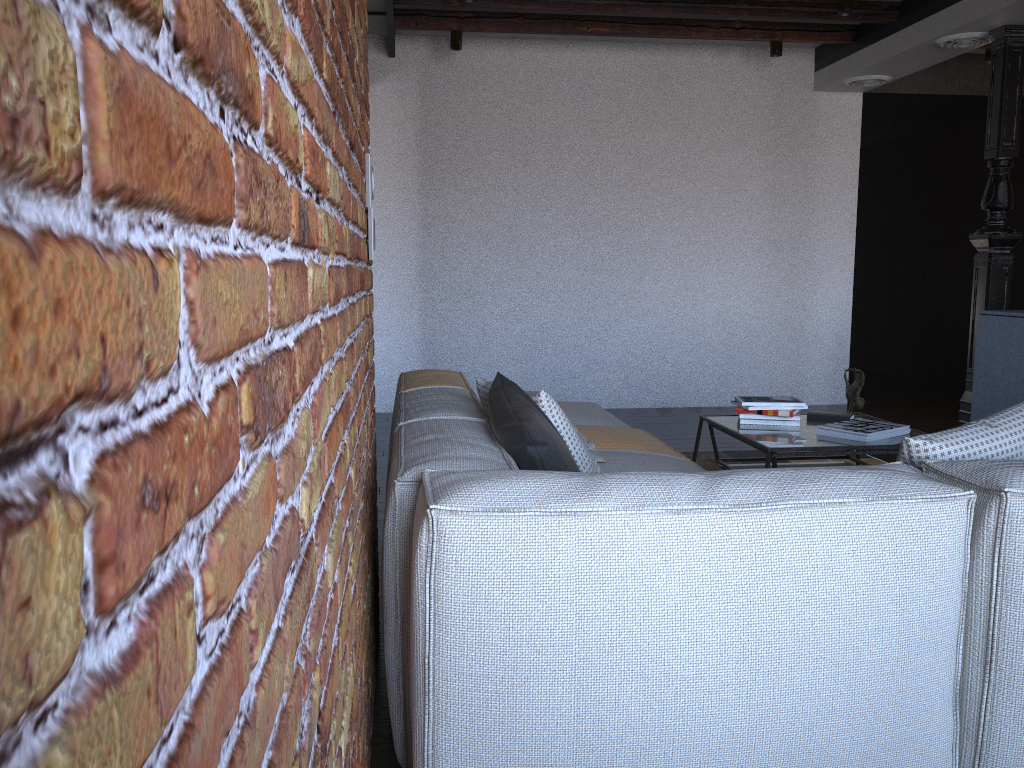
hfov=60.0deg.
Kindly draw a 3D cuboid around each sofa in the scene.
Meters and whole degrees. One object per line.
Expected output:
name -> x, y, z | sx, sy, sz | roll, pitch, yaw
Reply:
sofa -> 0.818, 0.317, 3.253 | 2.536, 0.698, 3.298 | -1, 7, -7

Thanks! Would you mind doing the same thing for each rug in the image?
rug -> 1.460, 0.538, 4.060 | 1.432, 0.013, 2.362 | -1, 7, -7

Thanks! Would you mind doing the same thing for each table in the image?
table -> 1.262, 0.375, 3.677 | 0.842, 0.389, 0.848 | -1, 7, -7

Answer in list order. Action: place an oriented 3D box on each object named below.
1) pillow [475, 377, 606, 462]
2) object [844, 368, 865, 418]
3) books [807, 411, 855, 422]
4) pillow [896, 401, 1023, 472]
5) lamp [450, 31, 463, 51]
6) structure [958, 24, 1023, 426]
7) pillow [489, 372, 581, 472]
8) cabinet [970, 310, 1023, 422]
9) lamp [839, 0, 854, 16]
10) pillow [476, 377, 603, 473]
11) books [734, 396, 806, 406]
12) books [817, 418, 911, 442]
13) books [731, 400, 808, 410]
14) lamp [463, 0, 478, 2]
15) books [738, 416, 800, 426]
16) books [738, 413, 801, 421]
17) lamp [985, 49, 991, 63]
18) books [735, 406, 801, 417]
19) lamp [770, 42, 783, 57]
pillow -> 0.111, 0.142, 3.026 | 0.485, 0.314, 0.358 | 5, 9, 36
object -> 1.520, 0.035, 3.946 | 0.099, 0.223, 0.093 | 5, 9, 33
books -> 1.397, 0.141, 3.884 | 0.182, 0.029, 0.129 | 4, 8, 30
pillow -> 1.071, 0.220, 2.093 | 0.543, 0.402, 0.250 | -3, 8, -24
lamp -> -0.372, -2.308, 5.849 | 0.093, 0.210, 0.146 | -1, 8, -11
structure -> -0.829, -0.573, 3.343 | 8.512, 2.396, 0.481 | -3, 8, -26
pillow -> 0.074, 0.188, 2.310 | 0.263, 0.400, 0.509 | -2, 7, -13
cabinet -> 3.032, 0.193, 3.500 | 0.607, 0.845, 2.958 | -1, 7, -7
lamp -> 1.917, -2.229, 5.121 | 0.116, 0.184, 0.082 | 7, 10, 43
pillow -> 0.087, 0.160, 2.652 | 0.293, 0.354, 0.495 | -3, 8, -21
books -> 1.109, 0.073, 3.821 | 0.268, 0.014, 0.196 | 1, 7, 4
books -> 1.403, 0.182, 3.538 | 0.308, 0.038, 0.225 | -5, 9, -36
books -> 1.109, 0.089, 3.824 | 0.268, 0.014, 0.196 | -1, 7, -8
lamp -> -0.239, -2.197, 4.862 | 0.082, 0.184, 0.114 | -7, 10, -41
books -> 1.109, 0.150, 3.835 | 0.247, 0.024, 0.209 | 2, 7, 13
books -> 1.108, 0.127, 3.832 | 0.251, 0.023, 0.209 | 2, 7, 13
lamp -> 3.385, -2.374, 6.283 | 0.082, 0.184, 0.113 | -7, 10, -41
books -> 1.102, 0.109, 3.807 | 0.239, 0.023, 0.190 | 4, 8, 27
lamp -> 1.802, -2.352, 6.103 | 0.120, 0.184, 0.082 | 5, 9, 35
